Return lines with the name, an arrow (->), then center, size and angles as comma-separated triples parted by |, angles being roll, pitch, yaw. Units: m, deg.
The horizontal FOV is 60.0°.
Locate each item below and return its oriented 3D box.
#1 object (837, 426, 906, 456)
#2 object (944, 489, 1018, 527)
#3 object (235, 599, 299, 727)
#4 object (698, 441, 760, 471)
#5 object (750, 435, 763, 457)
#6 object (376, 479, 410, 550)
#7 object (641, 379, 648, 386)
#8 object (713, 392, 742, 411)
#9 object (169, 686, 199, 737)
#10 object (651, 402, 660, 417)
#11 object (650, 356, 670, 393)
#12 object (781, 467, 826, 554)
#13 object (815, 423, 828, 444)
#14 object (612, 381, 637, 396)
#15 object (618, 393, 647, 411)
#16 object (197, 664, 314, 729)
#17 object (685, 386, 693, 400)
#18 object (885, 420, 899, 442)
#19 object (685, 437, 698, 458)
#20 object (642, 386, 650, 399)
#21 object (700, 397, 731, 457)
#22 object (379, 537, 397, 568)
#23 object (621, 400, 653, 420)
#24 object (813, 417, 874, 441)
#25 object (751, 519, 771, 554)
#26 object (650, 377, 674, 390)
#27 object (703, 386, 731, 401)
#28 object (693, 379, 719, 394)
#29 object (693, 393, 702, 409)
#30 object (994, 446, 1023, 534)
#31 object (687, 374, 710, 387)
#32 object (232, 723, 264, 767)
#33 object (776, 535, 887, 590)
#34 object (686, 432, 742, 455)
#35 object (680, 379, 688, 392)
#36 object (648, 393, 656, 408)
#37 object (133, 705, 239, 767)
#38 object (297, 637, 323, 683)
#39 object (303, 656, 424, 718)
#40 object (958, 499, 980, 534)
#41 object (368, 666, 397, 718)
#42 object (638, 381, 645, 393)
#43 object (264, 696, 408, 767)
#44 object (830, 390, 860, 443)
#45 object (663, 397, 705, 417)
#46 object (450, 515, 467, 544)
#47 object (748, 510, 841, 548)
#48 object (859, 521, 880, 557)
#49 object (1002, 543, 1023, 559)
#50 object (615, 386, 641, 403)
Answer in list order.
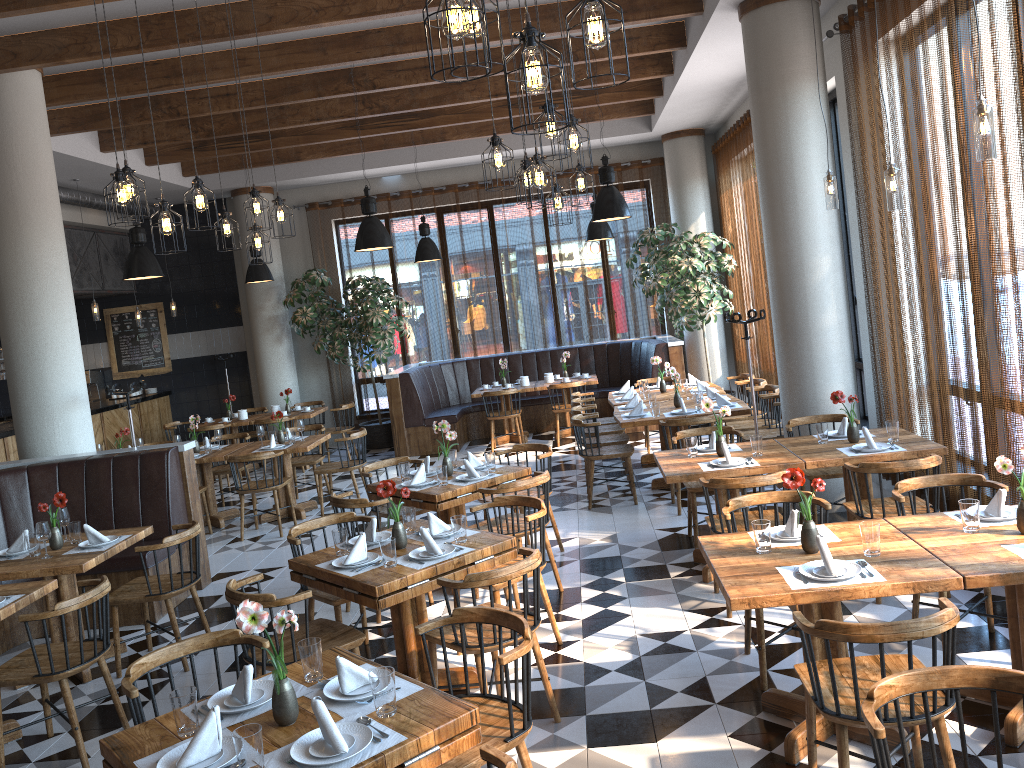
object -> 2.248, 0.344, 5.570 | 0.352, 0.137, 0.273 | -6, 5, 4
object -> 2.134, 0.517, 3.913 | 0.352, 0.137, 0.273 | -6, 5, 4
object -> -0.737, 0.844, 2.718 | 0.146, 0.399, 0.207 | -6, 4, 16
object -> 1.367, 0.443, 5.633 | 0.352, 0.137, 0.273 | -6, 5, 4
object -> 1.599, 0.403, 5.784 | 0.080, 0.132, 0.080 | -8, 4, -11
object -> -0.609, 0.670, 4.599 | 0.156, 0.354, 0.171 | -9, 4, -30
object -> 1.488, 0.019, 9.906 | 0.080, 0.132, 0.080 | -8, 4, -11
object -> 1.934, 0.137, 8.100 | 0.271, 0.137, 0.353 | -6, 5, 4
object -> -1.004, 1.011, 2.727 | 0.080, 0.132, 0.080 | -6, 4, 19
object -> 1.293, 0.229, 7.970 | 0.080, 0.132, 0.080 | -8, 4, -11
object -> 1.628, -0.109, 9.663 | 0.206, 0.399, 0.147 | -7, 3, 3
object -> 1.236, 0.530, 3.757 | 0.156, 0.354, 0.171 | -8, 4, -17
object -> 2.078, 0.332, 5.930 | 0.080, 0.132, 0.080 | -5, 4, 29
object -> 1.259, 0.036, 9.988 | 0.271, 0.137, 0.353 | -6, 5, 4
object -> 1.179, 0.165, 8.751 | 0.271, 0.137, 0.353 | -6, 5, 4
object -> -0.881, 0.975, 2.913 | 0.353, 0.137, 0.272 | -11, 7, -40
object -> 1.772, 0.088, 8.835 | 0.080, 0.132, 0.080 | -8, 4, -11
object -> 2.459, 0.306, 5.723 | 0.080, 0.132, 0.080 | -5, 4, 29
object -> 1.218, 0.429, 5.991 | 0.080, 0.132, 0.080 | -8, 4, -11
object -> 1.406, 0.092, 9.249 | 0.080, 0.132, 0.080 | -8, 4, -11
object -> 1.370, 0.283, 5.920 | 0.207, 0.399, 0.146 | -9, 4, -32
object -> -0.592, 0.813, 4.262 | 0.080, 0.132, 0.080 | -6, 4, 9
object -> 1.142, 0.225, 8.180 | 0.271, 0.137, 0.353 | -6, 5, 4
object -> 2.276, 0.289, 6.101 | 0.352, 0.137, 0.273 | -6, 5, 4
object -> 1.076, 0.657, 3.806 | 0.080, 0.132, 0.080 | -8, 4, -11
object -> 1.662, -0.020, 10.066 | 0.352, 0.137, 0.273 | -6, 5, 4
object -> 1.971, 0.078, 8.671 | 0.271, 0.137, 0.353 | -6, 5, 4
object -> 2.014, 0.009, 9.333 | 0.271, 0.137, 0.353 | -6, 5, 4
object -> 1.717, 0.159, 8.172 | 0.080, 0.132, 0.080 | -8, 4, -11
object -> 2.095, 0.419, 3.609 | 0.206, 0.399, 0.147 | -6, 3, 8
object -> 2.053, -0.055, 9.941 | 0.271, 0.137, 0.353 | -6, 5, 4
object -> -0.712, 1.006, 2.410 | 0.080, 0.132, 0.080 | -6, 4, 19
object -> 1.225, 0.671, 3.445 | 0.352, 0.137, 0.273 | -6, 5, 4
object -> 1.396, 0.389, 6.165 | 0.352, 0.137, 0.273 | -6, 5, 4
object -> 1.847, 0.015, 9.499 | 0.080, 0.132, 0.080 | -8, 4, -11
object -> 1.364, 0.160, 8.598 | 0.080, 0.132, 0.080 | -8, 4, -11
object -> -0.899, 1.014, 2.536 | 0.273, 0.137, 0.351 | -11, 7, -40
object -> -0.684, 0.944, 3.025 | 0.080, 0.132, 0.080 | -6, 4, 19
object -> -0.505, 0.933, 2.889 | 0.273, 0.137, 0.351 | -11, 7, -40
object -> 1.936, 0.560, 3.744 | 0.080, 0.132, 0.080 | -4, 5, 39
object -> -0.389, 0.940, 2.696 | 0.080, 0.132, 0.080 | -6, 4, 19
object -> 1.442, 0.034, 9.805 | 0.080, 0.132, 0.080 | -8, 4, -11
object -> -0.523, 0.971, 2.512 | 0.353, 0.137, 0.272 | -11, 7, -40
object -> 2.203, 0.212, 5.851 | 0.171, 0.354, 0.157 | -5, 4, 27
object -> 1.542, 0.194, 7.996 | 0.352, 0.137, 0.273 | -6, 5, 4
object -> -0.269, 0.747, 4.547 | 0.080, 0.132, 0.080 | -6, 4, 9
object -> 1.254, 0.617, 3.976 | 0.352, 0.137, 0.273 | -6, 5, 4
object -> 1.457, 0.631, 3.599 | 0.080, 0.132, 0.080 | -8, 4, -11
object -> 2.106, 0.572, 3.381 | 0.352, 0.137, 0.273 | -6, 5, 4
object -> 1.222, 0.096, 9.413 | 0.271, 0.137, 0.353 | -6, 5, 4
